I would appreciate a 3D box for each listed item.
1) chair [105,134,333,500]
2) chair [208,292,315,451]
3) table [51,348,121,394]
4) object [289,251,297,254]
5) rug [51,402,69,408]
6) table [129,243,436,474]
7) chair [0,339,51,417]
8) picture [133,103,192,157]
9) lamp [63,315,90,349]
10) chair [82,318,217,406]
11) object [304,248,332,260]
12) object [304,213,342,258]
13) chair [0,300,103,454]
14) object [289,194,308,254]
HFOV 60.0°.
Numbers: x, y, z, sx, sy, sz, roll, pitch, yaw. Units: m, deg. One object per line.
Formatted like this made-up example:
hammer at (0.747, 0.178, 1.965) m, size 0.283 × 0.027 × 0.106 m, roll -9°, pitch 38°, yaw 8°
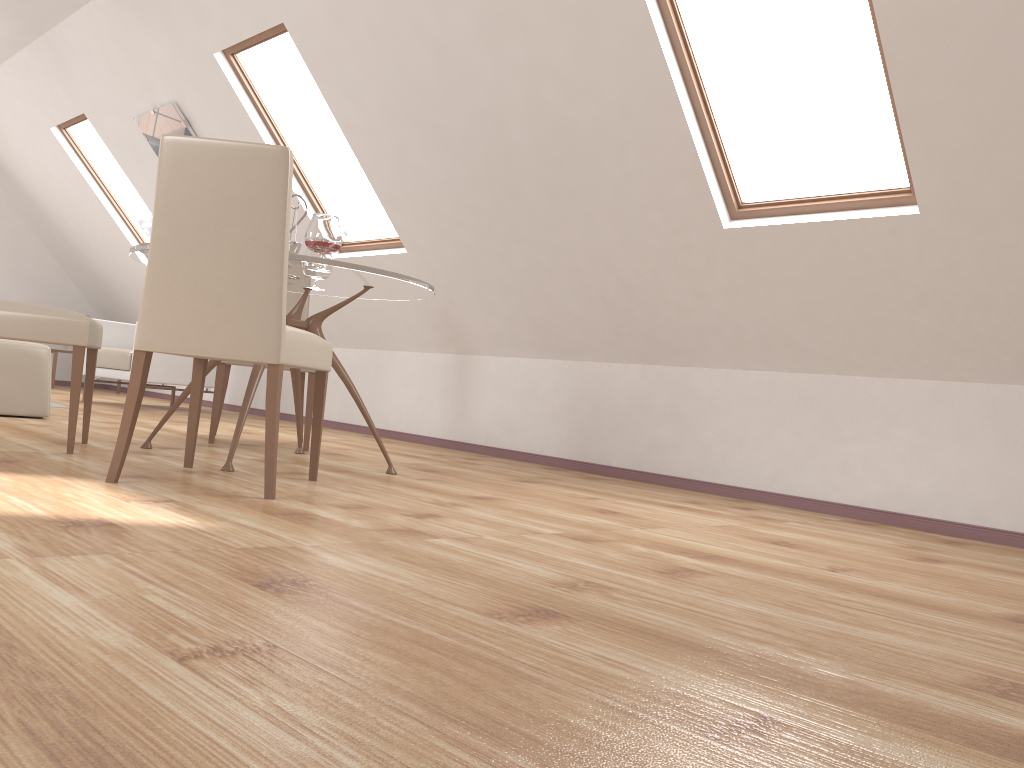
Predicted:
chair at (-0.857, -0.189, 2.794) m, size 0.477 × 0.999 × 0.618 m, roll 6°, pitch -1°, yaw 0°
chair at (-1.235, -0.198, 4.507) m, size 0.477 × 0.999 × 0.618 m, roll 6°, pitch -1°, yaw -17°
table at (-4.460, -0.148, 9.025) m, size 0.773 × 0.390 × 0.730 m, roll 5°, pitch -1°, yaw 44°
object at (-0.881, -0.468, 3.213) m, size 0.228 × 0.020 × 0.228 m, roll 6°, pitch -1°, yaw 1°
rug at (-4.381, -0.011, 5.331) m, size 2.800 × 0.007 × 1.600 m, roll 7°, pitch -1°, yaw -44°
table at (-0.949, -0.071, 3.610) m, size 1.198 × 0.770 × 1.198 m, roll 6°, pitch -1°, yaw -23°
chair at (-2.715, -0.049, 4.618) m, size 0.506 × 0.394 × 0.506 m, roll 7°, pitch -1°, yaw -40°
picture at (-2.238, -1.455, 6.238) m, size 0.683 × 0.738 × 0.650 m, roll 7°, pitch -1°, yaw -44°
lamp at (-4.498, -0.534, 9.182) m, size 0.221 × 0.375 × 0.180 m, roll 6°, pitch -1°, yaw -11°
chair at (-2.781, -0.169, 6.925) m, size 0.748 × 0.706 × 0.820 m, roll 5°, pitch -1°, yaw 35°
object at (-0.869, -0.535, 3.962) m, size 0.136 × 0.183 × 0.136 m, roll 6°, pitch -1°, yaw -18°
object at (-0.695, -0.529, 3.266) m, size 0.136 × 0.183 × 0.136 m, roll 5°, pitch -1°, yaw 24°
chair at (-1.852, -0.284, 3.248) m, size 0.618 × 0.999 × 0.477 m, roll 6°, pitch -1°, yaw -20°
object at (-0.893, -0.614, 3.618) m, size 0.096 × 0.322 × 0.086 m, roll 6°, pitch -1°, yaw 9°
